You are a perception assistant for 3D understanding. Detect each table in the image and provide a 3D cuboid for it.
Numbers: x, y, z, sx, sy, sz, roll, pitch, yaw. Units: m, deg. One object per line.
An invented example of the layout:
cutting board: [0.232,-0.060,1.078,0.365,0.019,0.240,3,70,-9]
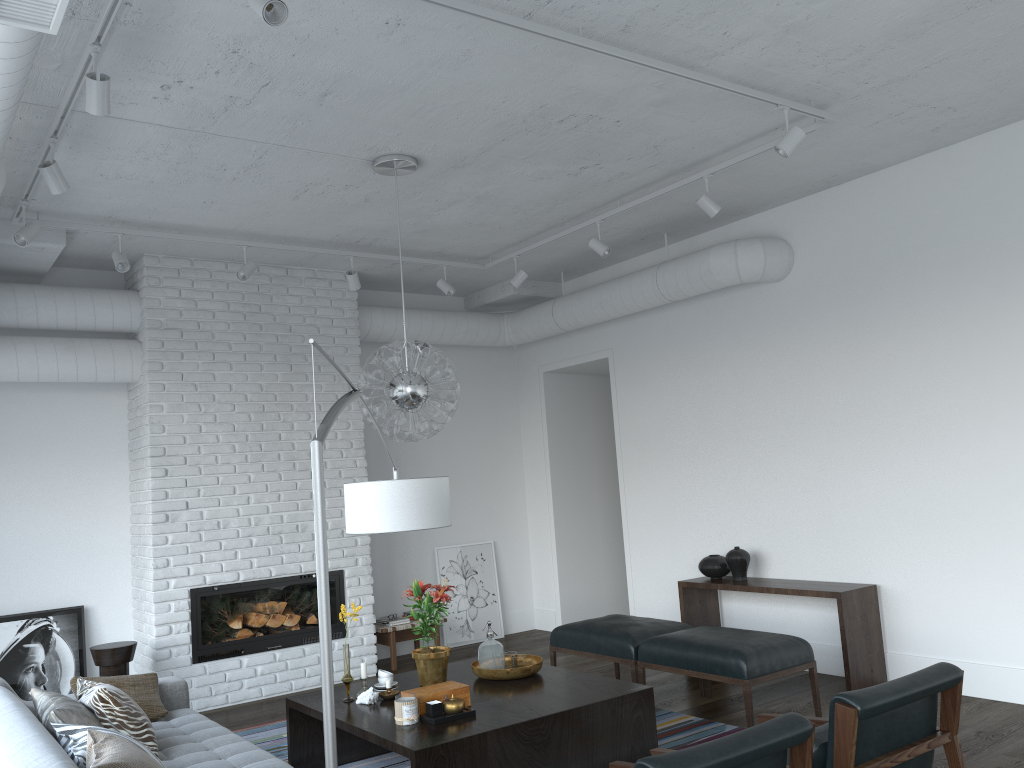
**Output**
table: [1.776,1.658,6.001,0.375,0.617,1.362,0,-8,-36]
table: [-0.882,2.141,7.347,0.605,0.345,0.405,0,-8,-36]
table: [-0.233,1.730,4.395,1.306,0.394,1.362,0,-8,-36]
table: [-2.533,1.951,5.656,0.281,0.558,0.282,-8,-7,33]

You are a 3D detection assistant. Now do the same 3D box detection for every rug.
rug: [-0.123,1.926,4.398,2.735,0.012,3.760,0,-8,-36]

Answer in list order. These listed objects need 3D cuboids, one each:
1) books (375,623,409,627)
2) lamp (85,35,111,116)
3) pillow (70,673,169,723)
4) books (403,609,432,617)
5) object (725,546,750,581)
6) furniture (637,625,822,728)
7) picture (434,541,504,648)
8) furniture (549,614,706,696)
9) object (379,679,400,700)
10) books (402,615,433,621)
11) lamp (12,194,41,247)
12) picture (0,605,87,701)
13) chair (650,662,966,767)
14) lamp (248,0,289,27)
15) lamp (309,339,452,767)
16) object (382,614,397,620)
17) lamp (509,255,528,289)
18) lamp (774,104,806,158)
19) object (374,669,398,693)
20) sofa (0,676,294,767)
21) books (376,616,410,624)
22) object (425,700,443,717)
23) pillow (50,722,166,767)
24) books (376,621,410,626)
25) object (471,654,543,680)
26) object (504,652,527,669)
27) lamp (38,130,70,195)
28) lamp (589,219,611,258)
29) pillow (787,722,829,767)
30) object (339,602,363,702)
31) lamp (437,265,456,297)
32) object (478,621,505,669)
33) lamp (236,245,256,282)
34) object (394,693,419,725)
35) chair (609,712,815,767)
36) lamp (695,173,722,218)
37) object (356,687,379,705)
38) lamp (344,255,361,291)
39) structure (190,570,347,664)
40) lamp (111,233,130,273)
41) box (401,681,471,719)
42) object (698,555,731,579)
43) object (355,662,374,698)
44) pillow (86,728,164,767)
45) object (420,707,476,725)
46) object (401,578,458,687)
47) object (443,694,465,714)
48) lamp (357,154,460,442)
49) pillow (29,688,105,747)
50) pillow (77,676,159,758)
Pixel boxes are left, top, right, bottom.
books: [-0.989,1.967,7.298,0.172,0.011,0.273,1,-8,-37]
lamp: [-1.545,-1.144,3.307,0.087,0.285,0.154,-1,-7,-27]
pillow: [-1.912,1.536,4.292,0.427,0.261,0.236,0,-8,-34]
books: [-0.785,1.932,7.477,0.173,0.025,0.238,1,-8,-38]
object: [1.607,1.273,6.293,0.171,0.236,0.171,0,-7,-31]
furniture: [1.223,1.670,5.092,0.583,0.476,0.827,0,-8,-36]
picture: [-0.387,1.910,8.099,0.637,0.884,0.093,0,-8,-36]
furniture: [0.730,1.780,5.779,0.584,0.478,0.828,0,-8,-36]
object: [-0.610,1.509,4.391,0.102,0.098,0.102,-4,-6,3]
books: [-0.778,1.959,7.468,0.185,0.032,0.267,1,-8,-38]
lamp: [-2.678,-0.889,4.893,0.087,0.285,0.154,-6,-6,13]
picture: [-3.248,1.939,5.985,0.686,0.775,0.130,0,-8,-36]
chair: [1.053,1.368,3.238,0.678,0.698,0.983,0,-8,-36]
lamp: [-0.776,-1.256,2.794,0.095,0.285,0.154,2,-8,-42]
lamp: [-0.412,0.889,2.732,0.432,1.738,2.162,-4,-6,-2]
object: [-1.015,1.915,7.298,0.093,0.038,0.134,-6,-7,21]
lamp: [0.045,-0.872,6.824,0.154,0.285,0.104,-5,-6,4]
lamp: [1.344,-1.241,4.314,0.154,0.285,0.088,-5,-6,9]
object: [-0.647,1.520,4.550,0.121,0.113,0.124,-2,-7,-16]
sofa: [-1.435,1.573,3.420,0.991,0.684,2.541,0,-8,-36]
books: [-0.994,1.942,7.298,0.202,0.019,0.280,1,-8,-38]
object: [-0.345,1.443,3.939,0.058,0.055,0.058,0,-8,-36]
pillow: [-1.413,1.368,3.172,0.346,0.283,0.578,0,-8,-35]
books: [-0.986,1.954,7.289,0.171,0.011,0.306,1,-8,-37]
object: [-0.025,1.519,4.744,0.383,0.068,0.383,-5,-6,7]
object: [0.014,1.508,4.795,0.085,0.089,0.195,-1,-7,-26]
lamp: [-2.114,-1.017,4.091,0.087,0.285,0.154,-5,-6,8]
lamp: [0.592,-0.997,6.046,0.154,0.285,0.094,-7,-7,27]
pillow: [1.158,1.296,3.082,0.612,0.293,0.246,0,-8,-36]
object: [-0.802,1.341,4.448,0.121,0.470,0.120,-2,-7,-20]
lamp: [-0.522,-0.820,6.930,0.154,0.285,0.093,-8,-7,32]
object: [-0.113,1.413,4.741,0.143,0.288,0.143,-7,-7,25]
lamp: [-1.807,-0.829,6.013,0.090,0.285,0.154,-7,-7,22]
object: [-0.462,1.437,3.923,0.117,0.116,0.106,-8,-7,34]
chair: [0.369,1.363,2.747,0.678,0.698,0.983,0,-8,-36]
lamp: [1.159,-1.125,5.252,0.154,0.285,0.100,-3,-6,-13]
object: [-0.707,1.525,4.336,0.124,0.078,0.069,-9,-8,36]
lamp: [-1.167,-0.824,6.472,0.097,0.285,0.154,-5,-6,4]
structure: [-1.924,1.757,6.740,1.168,0.578,0.675,0,-8,-36]
lamp: [-2.453,-0.833,5.547,0.095,0.285,0.154,1,-8,-37]
box: [-0.352,1.462,4.117,0.294,0.093,0.169,0,-8,-36]
object: [1.486,1.336,6.483,0.245,0.168,0.245,2,-9,-44]
object: [-0.747,1.491,4.488,0.098,0.174,0.098,1,-8,-41]
pillow: [-1.144,1.268,2.723,0.298,0.338,0.597,-1,-7,-26]
object: [-0.286,1.475,3.951,0.214,0.023,0.130,0,-8,-36]
object: [-0.427,1.290,4.632,0.275,0.558,0.284,-6,-6,16]
object: [-0.263,1.430,3.975,0.103,0.077,0.103,-7,-7,26]
lamp: [-0.593,-0.459,4.827,0.552,1.546,0.552,-10,-8,41]
pillow: [-1.779,1.418,3.606,0.254,0.318,0.663,0,-8,-35]
pillow: [-1.684,1.404,3.763,0.271,0.340,0.576,0,-7,-32]
